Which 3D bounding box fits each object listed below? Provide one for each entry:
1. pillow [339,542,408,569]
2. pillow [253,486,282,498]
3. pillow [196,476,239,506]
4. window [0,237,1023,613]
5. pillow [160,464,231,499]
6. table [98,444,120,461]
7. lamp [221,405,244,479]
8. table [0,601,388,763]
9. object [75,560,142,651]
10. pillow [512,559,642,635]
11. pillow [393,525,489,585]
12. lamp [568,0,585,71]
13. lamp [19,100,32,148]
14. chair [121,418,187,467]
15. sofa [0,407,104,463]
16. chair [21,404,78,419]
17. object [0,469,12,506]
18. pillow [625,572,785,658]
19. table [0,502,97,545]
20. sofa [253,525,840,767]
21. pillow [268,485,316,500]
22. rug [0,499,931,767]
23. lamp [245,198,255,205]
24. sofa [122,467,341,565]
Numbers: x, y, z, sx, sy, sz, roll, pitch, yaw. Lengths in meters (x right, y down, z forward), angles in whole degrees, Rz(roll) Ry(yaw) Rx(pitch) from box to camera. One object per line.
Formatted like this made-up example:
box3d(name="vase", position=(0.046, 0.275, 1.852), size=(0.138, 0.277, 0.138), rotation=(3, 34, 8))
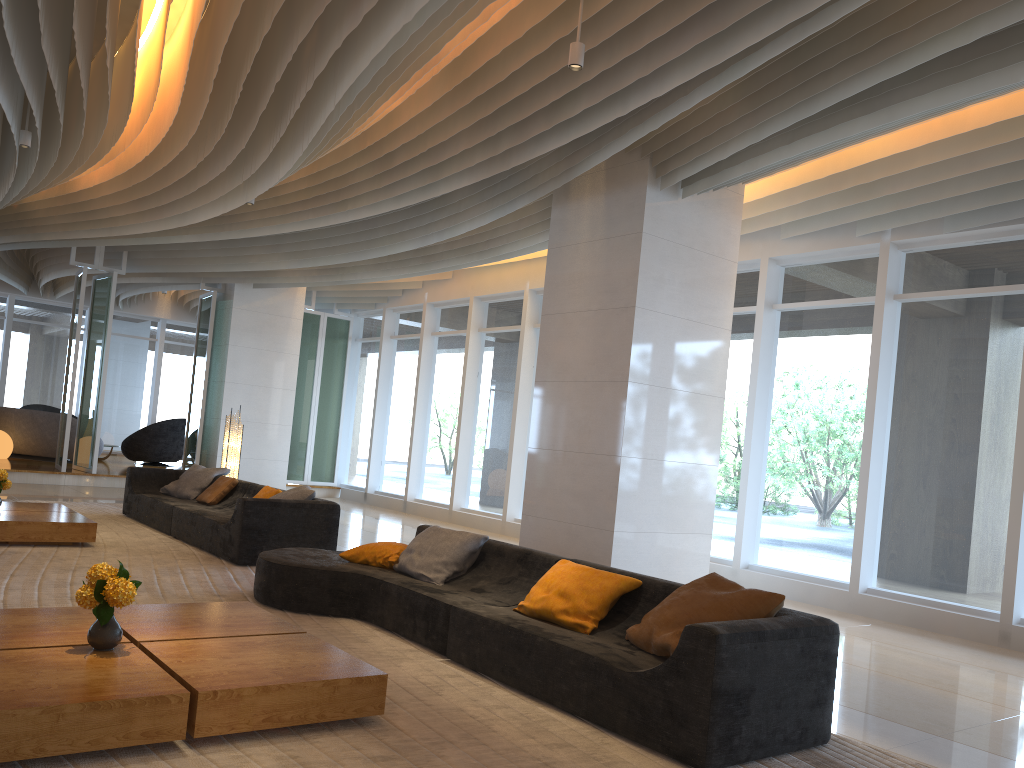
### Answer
box3d(name="pillow", position=(-0.919, 1.225, 6.372), size=(0.444, 0.192, 0.594), rotation=(4, -4, 17))
box3d(name="pillow", position=(-2.462, 1.156, 8.672), size=(0.328, 0.312, 0.400), rotation=(8, -4, -36))
box3d(name="pillow", position=(-3.199, 1.154, 9.626), size=(0.328, 0.312, 0.400), rotation=(8, -4, -40))
box3d(name="window", position=(0.470, 0.032, 8.374), size=(53.852, 3.216, 22.443), rotation=(4, -4, 17))
box3d(name="pillow", position=(-3.690, 1.127, 10.292), size=(0.628, 0.377, 0.557), rotation=(4, -4, 30))
box3d(name="table", position=(-8.325, 1.358, 17.663), size=(0.806, 0.318, 1.098), rotation=(4, -4, 24))
box3d(name="lamp", position=(-3.625, 0.986, 11.431), size=(0.255, 1.449, 0.245), rotation=(7, -1, -38))
box3d(name="table", position=(-1.648, 1.231, 3.852), size=(1.633, 0.219, 1.572), rotation=(9, -5, -38))
box3d(name="object", position=(-1.682, 0.915, 3.683), size=(0.239, 0.376, 0.263), rotation=(6, -2, -16))
box3d(name="pillow", position=(0.337, 1.205, 4.933), size=(0.459, 0.393, 0.625), rotation=(8, -4, -38))
box3d(name="pillow", position=(-0.516, 1.184, 6.035), size=(0.471, 0.416, 0.653), rotation=(8, -4, -38))
box3d(name="lamp", position=(0.448, -2.616, 5.256), size=(0.087, 1.504, 0.091), rotation=(5, -1, 43))
box3d(name="lamp", position=(-4.302, -2.879, 7.976), size=(0.089, 1.504, 0.089), rotation=(5, -1, 7))
box3d(name="chair", position=(-7.130, 1.148, 17.920), size=(1.119, 1.004, 1.543), rotation=(4, -3, 25))
box3d(name="sofa", position=(-8.710, 0.918, 16.163), size=(2.542, 0.900, 1.121), rotation=(5, -3, 11))
box3d(name="chair", position=(-9.306, 0.948, 18.079), size=(1.115, 1.004, 1.548), rotation=(4, -4, 35))
box3d(name="object", position=(-4.695, 0.944, 8.070), size=(0.237, 0.376, 0.265), rotation=(6, -2, -6))
box3d(name="pillow", position=(0.921, 1.138, 4.323), size=(0.553, 0.377, 0.633), rotation=(6, -3, -16))
box3d(name="table", position=(-4.746, 1.223, 7.861), size=(1.633, 0.219, 1.572), rotation=(9, -5, -38))
box3d(name="sofa", position=(-0.220, 1.290, 5.268), size=(1.379, 0.582, 4.067), rotation=(9, -5, -39))
box3d(name="pillow", position=(-2.139, 1.131, 8.284), size=(0.553, 0.377, 0.633), rotation=(6, -3, -16))
box3d(name="rug", position=(-1.853, 1.343, 4.102), size=(5.625, 0.022, 15.923), rotation=(9, -5, -37))
box3d(name="lamp", position=(-2.667, -2.625, 9.271), size=(0.089, 1.504, 0.089), rotation=(5, -1, 7))
box3d(name="sofa", position=(-3.040, 1.303, 9.199), size=(0.961, 0.581, 3.708), rotation=(8, -5, -37))
